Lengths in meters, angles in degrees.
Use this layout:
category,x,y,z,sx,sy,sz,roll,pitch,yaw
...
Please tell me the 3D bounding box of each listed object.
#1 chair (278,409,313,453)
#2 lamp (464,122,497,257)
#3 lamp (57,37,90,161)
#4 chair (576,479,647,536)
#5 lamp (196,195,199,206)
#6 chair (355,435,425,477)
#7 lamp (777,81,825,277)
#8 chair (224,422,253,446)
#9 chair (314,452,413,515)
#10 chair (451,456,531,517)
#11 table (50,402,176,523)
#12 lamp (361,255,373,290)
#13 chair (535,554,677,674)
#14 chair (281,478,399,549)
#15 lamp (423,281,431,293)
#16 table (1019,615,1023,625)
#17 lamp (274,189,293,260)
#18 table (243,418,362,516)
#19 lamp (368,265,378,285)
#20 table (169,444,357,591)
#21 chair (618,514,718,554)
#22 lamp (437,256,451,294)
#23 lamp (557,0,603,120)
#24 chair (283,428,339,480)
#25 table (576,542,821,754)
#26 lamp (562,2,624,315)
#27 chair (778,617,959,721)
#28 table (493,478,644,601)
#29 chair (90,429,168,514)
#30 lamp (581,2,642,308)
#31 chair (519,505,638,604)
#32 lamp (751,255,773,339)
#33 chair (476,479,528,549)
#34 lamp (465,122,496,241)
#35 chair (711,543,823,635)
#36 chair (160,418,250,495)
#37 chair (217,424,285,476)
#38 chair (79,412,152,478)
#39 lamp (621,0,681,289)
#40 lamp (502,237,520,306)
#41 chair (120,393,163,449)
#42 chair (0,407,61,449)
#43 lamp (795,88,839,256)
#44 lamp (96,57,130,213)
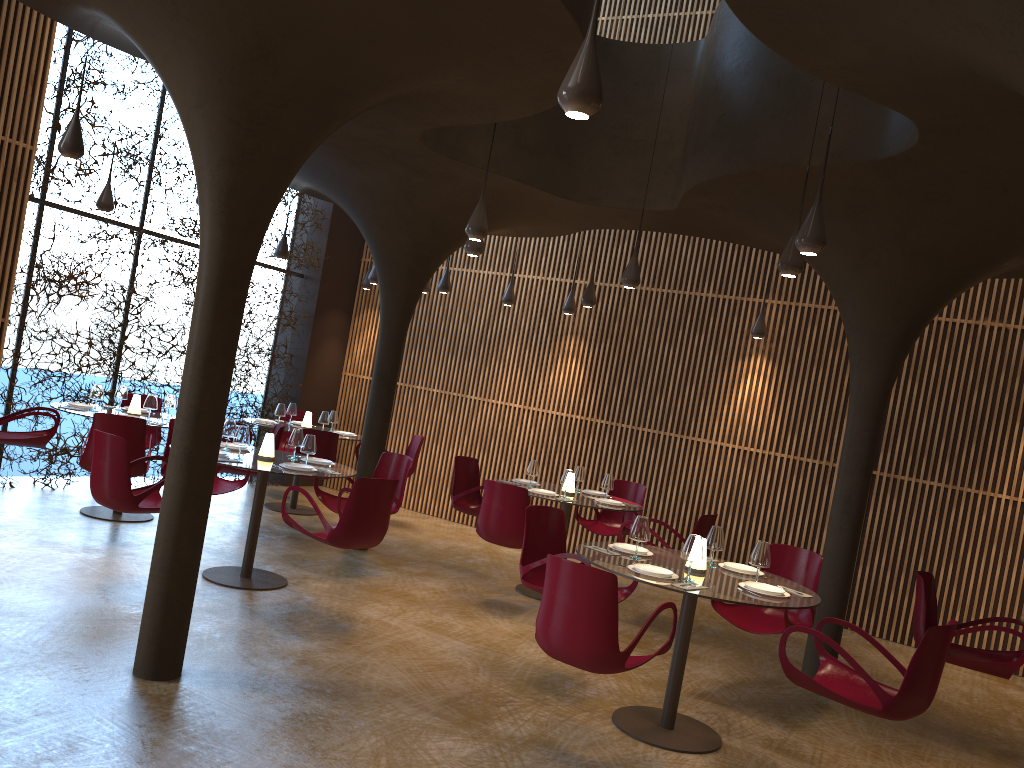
category,x,y,z,sx,sy,sz,roll,pitch,yaw
chair,-3.206,0.725,13.082,0.625,0.636,0.871,10,0,-15
lamp,0.177,-4.302,8.307,0.196,6.280,0.195,9,1,-25
lamp,-2.931,-4.860,6.905,0.196,6.280,0.195,10,1,-15
chair,1.240,1.497,10.708,0.623,0.636,0.874,10,0,30
lamp,-2.381,-4.754,8.390,0.196,6.280,0.195,10,1,-15
chair,-1.712,0.986,12.463,0.874,0.636,0.624,10,0,-20
lamp,2.586,-3.887,6.467,0.196,6.280,0.195,9,1,-25
chair,-3.908,0.592,11.696,0.874,0.636,0.623,10,0,-25
chair,-1.470,1.007,9.009,0.623,0.636,0.874,10,0,40
chair,-0.300,1.221,10.207,0.870,0.636,0.626,10,0,35
table,-4.309,0.906,9.885,1.674,1.131,1.669,10,0,-18
lamp,-1.796,-4.615,14.188,0.196,6.280,0.195,9,1,-35
chair,0.531,1.338,5.235,0.623,0.636,0.874,10,0,35
chair,-1.385,1.012,7.324,0.870,0.636,0.626,10,0,40
lamp,-0.758,-4.438,13.011,0.195,6.280,0.196,10,1,15
table,4.395,2.423,6.208,1.676,1.131,1.668,10,0,-40
lamp,-2.545,-4.762,11.790,0.196,6.280,0.195,9,1,-35
table,-2.915,1.166,12.137,1.674,1.131,1.669,10,0,-18
lamp,-1.495,-4.569,13.008,0.196,6.280,0.195,9,1,-35
table,-2.359,1.240,8.153,1.676,1.131,1.668,10,0,-41
chair,1.612,1.552,9.064,0.871,0.636,0.626,10,0,30
lamp,-0.426,-4.383,12.495,0.195,6.280,0.196,11,2,45
lamp,0.820,-4.217,3.656,0.196,6.280,0.195,9,1,-25
chair,-2.469,0.842,10.957,0.626,0.636,0.871,10,0,-20
table,1.171,1.852,6.156,1.676,1.131,1.668,10,0,-41
lamp,1.336,-4.072,12.391,0.196,6.280,0.195,9,1,-35
chair,2.145,1.623,5.327,0.870,0.636,0.626,10,0,40
table,0.512,1.758,9.721,1.668,1.131,1.676,10,0,39
chair,-2.998,0.726,7.233,0.623,0.636,0.874,10,0,35
lamp,1.489,-4.053,11.003,0.195,6.280,0.196,11,2,45
chair,0.458,1.334,6.790,0.870,0.636,0.626,10,0,45
lamp,3.651,-3.670,11.143,0.195,6.280,0.196,11,2,45
chair,0.038,1.272,8.690,0.624,0.636,0.874,10,0,25
lamp,0.239,-4.297,7.346,0.196,6.280,0.195,9,1,-25
chair,2.059,1.619,7.012,0.623,0.636,0.874,10,0,40
chair,-3.072,0.722,8.787,0.870,0.636,0.626,10,0,45
chair,-3.107,0.725,10.210,0.874,0.636,0.624,10,0,-20
chair,-3.864,0.582,8.704,0.626,0.636,0.871,10,0,-20
lamp,1.694,-4.032,8.610,0.195,6.280,0.196,11,2,45
lamp,0.481,-4.221,12.681,0.195,6.280,0.196,11,2,45
chair,-4.600,0.465,10.830,0.625,0.636,0.871,10,0,-15
chair,-5.303,0.332,9.444,0.874,0.636,0.623,10,0,-25
lamp,2.434,-3.920,5.578,0.196,6.280,0.195,9,1,-25
lamp,-4.092,-5.047,10.014,0.196,6.280,0.195,9,1,-35
